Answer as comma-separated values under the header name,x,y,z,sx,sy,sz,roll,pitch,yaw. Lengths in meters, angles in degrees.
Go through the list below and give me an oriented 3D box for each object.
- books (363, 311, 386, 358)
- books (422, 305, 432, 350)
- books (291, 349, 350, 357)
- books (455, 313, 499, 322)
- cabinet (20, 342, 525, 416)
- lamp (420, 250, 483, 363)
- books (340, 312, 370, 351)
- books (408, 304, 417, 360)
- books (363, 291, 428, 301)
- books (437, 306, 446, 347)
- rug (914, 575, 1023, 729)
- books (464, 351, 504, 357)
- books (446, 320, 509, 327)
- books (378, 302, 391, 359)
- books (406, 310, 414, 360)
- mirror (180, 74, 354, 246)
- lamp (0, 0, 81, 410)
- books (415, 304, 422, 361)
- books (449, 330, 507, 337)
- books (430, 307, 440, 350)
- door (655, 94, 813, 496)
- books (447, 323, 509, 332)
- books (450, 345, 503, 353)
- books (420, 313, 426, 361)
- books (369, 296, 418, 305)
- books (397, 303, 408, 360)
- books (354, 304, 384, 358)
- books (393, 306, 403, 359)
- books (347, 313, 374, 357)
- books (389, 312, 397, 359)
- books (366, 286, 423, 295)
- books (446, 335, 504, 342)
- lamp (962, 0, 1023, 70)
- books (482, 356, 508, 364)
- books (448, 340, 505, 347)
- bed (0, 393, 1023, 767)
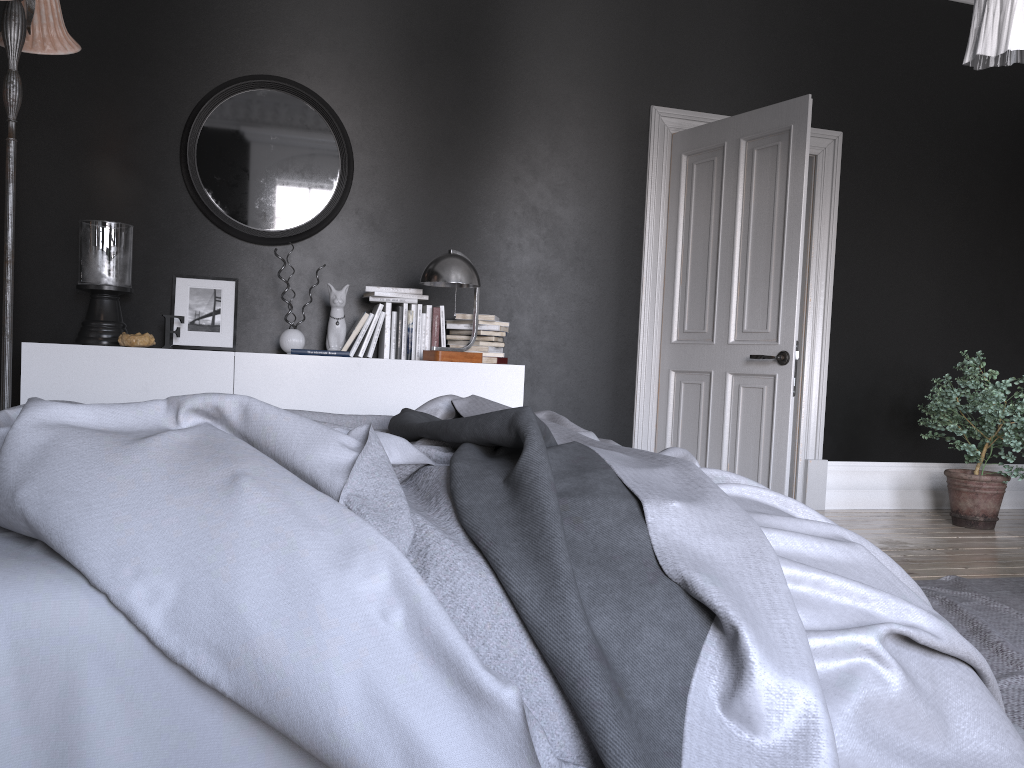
name,x,y,z,sx,sy,sz,roll,pitch,yaw
books,-0.758,-0.270,4.886,0.091,0.256,0.195,2,2,-16
books,-0.492,-0.285,4.991,0.030,0.307,0.221,2,2,-16
books,-0.972,-0.158,4.515,0.289,0.030,0.192,2,2,-11
books,-0.194,-0.371,5.020,0.220,0.030,0.306,3,1,4
cabinet,-1.181,0.285,4.660,2.397,0.883,0.569,2,2,-16
lamp,-0.323,-0.412,4.694,0.340,0.591,0.328,1,3,-36
books,-0.868,-0.269,4.823,0.158,0.246,0.202,2,2,-16
books,-0.572,-0.288,4.967,0.030,0.307,0.221,2,2,-16
books,-0.645,-0.484,4.905,0.307,0.024,0.220,2,2,-26
books,-0.409,-0.281,4.986,0.050,0.308,0.220,2,2,-16
rug,2.845,0.936,3.226,3.645,0.050,2.104,2,2,-16
books,-0.174,-0.169,5.036,0.228,0.025,0.319,3,1,-6
books,-0.199,-0.346,5.062,0.220,0.024,0.307,1,2,-41
books,-0.707,-0.293,4.927,0.030,0.307,0.221,2,2,-16
books,-0.579,-0.267,4.896,0.029,0.270,0.204,2,2,-16
mirror,-1.335,-1.231,4.879,0.924,0.925,0.061,2,3,-16
lamp,-1.867,-0.483,3.291,0.772,2.413,0.986,3,3,16
books,-0.539,-0.286,4.948,0.024,0.307,0.220,2,2,-16
books,-0.197,-0.289,5.039,0.193,0.030,0.289,1,2,-42
books,-0.451,-0.277,4.976,0.038,0.295,0.235,2,2,-16
door,1.257,-0.364,5.197,0.216,2.376,1.096,1,3,-29
books,-0.192,-0.319,5.044,0.306,0.030,0.220,3,2,14
books,-0.201,-0.199,5.035,0.229,0.031,0.318,3,2,14
books,-0.513,-0.261,4.959,0.026,0.259,0.195,2,2,-16
books,-0.653,-0.459,4.906,0.258,0.026,0.195,3,1,-6
books,-0.614,-0.289,4.926,0.024,0.307,0.220,2,2,-16
books,-0.788,-0.291,4.875,0.126,0.296,0.220,2,2,-16
books,-0.634,-0.281,4.896,0.030,0.290,0.192,2,2,-17
books,-0.836,-0.267,4.864,0.132,0.245,0.195,2,2,-16
books,-0.669,-0.267,4.913,0.026,0.259,0.195,2,2,-16
books,-0.653,-0.513,4.930,0.306,0.030,0.220,3,1,-6
books,-0.212,-0.259,5.046,0.289,0.030,0.193,3,2,15
lamp,1.500,-1.970,2.586,0.783,2.050,0.782,4,3,27
books,-0.167,-0.137,5.031,0.234,0.038,0.294,3,2,11
books,-0.206,-0.229,5.042,0.268,0.029,0.203,4,2,44
bed,-0.537,0.174,2.036,3.284,1.299,2.763,2,2,-28
